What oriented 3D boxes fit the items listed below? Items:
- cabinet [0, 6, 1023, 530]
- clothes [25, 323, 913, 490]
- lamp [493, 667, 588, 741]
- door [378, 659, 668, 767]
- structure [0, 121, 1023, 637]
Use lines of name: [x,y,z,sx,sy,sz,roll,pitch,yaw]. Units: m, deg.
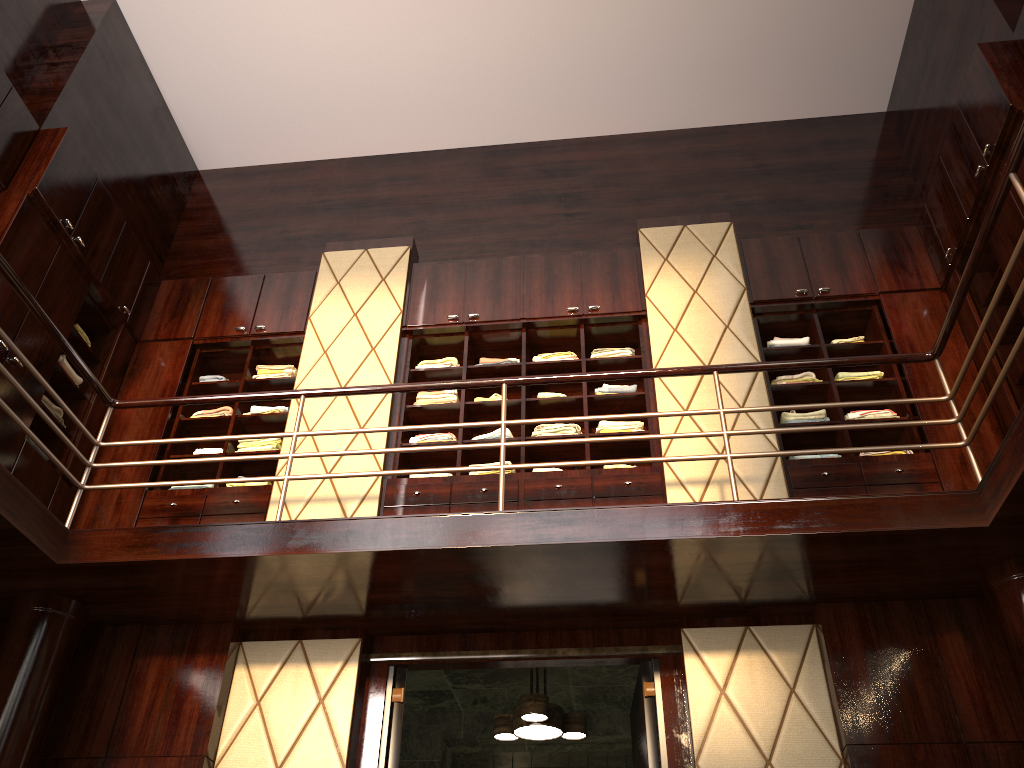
cabinet: [-0.004,-0.213,4.604,6.767,2.432,2.576,-3,-38,6]
clothes: [-0.352,0.227,5.233,4.996,0.954,0.818,1,-38,0]
lamp: [0.099,1.731,4.830,0.467,0.347,0.515,-24,-45,28]
door: [0.011,2.269,3.967,1.435,1.820,0.828,-3,-38,5]
structure: [-0.178,0.519,2.433,6.107,3.189,3.750,-3,-38,6]
